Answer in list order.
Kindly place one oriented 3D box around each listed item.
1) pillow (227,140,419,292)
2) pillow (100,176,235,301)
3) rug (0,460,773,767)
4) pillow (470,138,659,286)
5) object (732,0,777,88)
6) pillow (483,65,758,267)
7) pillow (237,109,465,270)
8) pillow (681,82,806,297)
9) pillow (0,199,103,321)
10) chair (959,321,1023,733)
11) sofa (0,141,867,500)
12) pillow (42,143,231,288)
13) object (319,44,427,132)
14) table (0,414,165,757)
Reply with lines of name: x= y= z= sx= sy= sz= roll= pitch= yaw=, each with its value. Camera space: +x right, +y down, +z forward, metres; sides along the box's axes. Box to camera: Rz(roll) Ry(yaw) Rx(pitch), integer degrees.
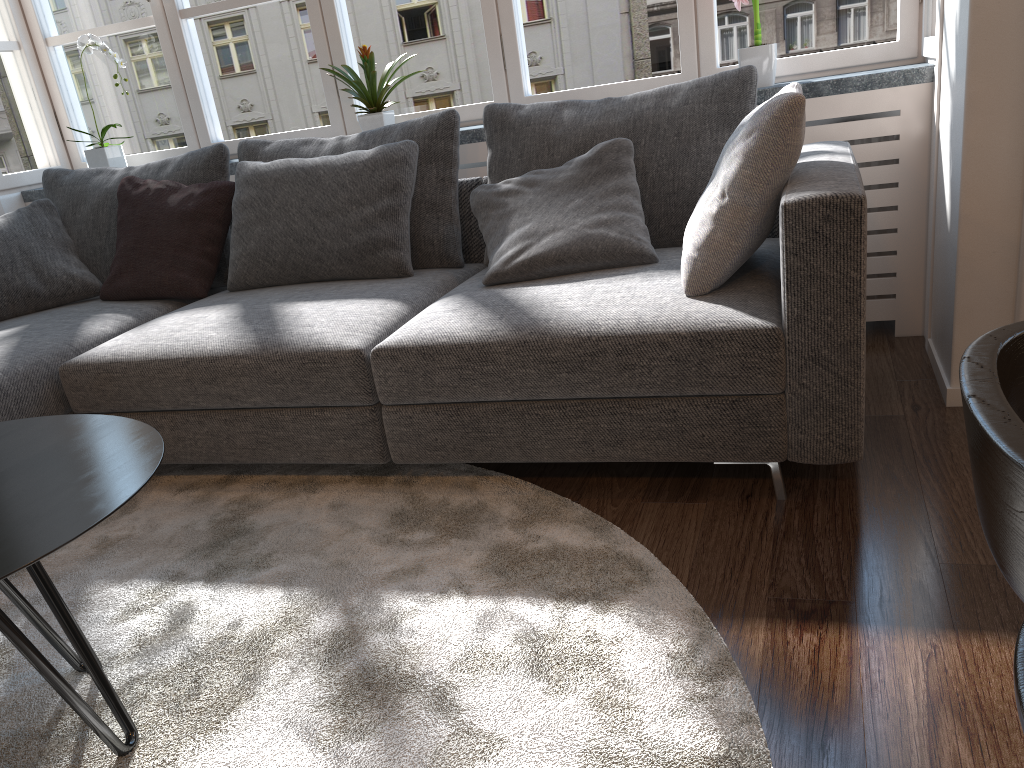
pillow: x=-0.610 y=-0.532 z=2.833 sx=0.667 sy=0.407 sz=0.285 roll=-2 pitch=22 yaw=19
pillow: x=-1.185 y=-0.504 z=3.010 sx=0.521 sy=0.413 sz=0.303 roll=-1 pitch=22 yaw=21
rug: x=-1.037 y=0.678 z=1.441 sx=2.837 sy=0.012 sz=2.769 roll=-9 pitch=18 yaw=0
pillow: x=0.124 y=-0.489 z=2.486 sx=0.492 sy=0.329 sz=0.433 roll=-8 pitch=20 yaw=2
object: x=0.728 y=-1.279 z=2.725 sx=0.201 sy=0.708 sz=0.290 roll=-9 pitch=21 yaw=-1
pillow: x=0.302 y=-0.630 z=2.632 sx=0.837 sy=0.489 sz=0.268 roll=-2 pitch=22 yaw=20
pillow: x=-0.558 y=-0.605 z=2.942 sx=0.839 sy=0.487 sz=0.270 roll=-2 pitch=22 yaw=20
pillow: x=0.551 y=-0.471 z=2.107 sx=0.286 sy=0.425 sz=0.482 roll=-1 pitch=21 yaw=18
pillow: x=-1.752 y=-0.424 z=3.074 sx=0.510 sy=0.368 sz=0.342 roll=-20 pitch=23 yaw=-28
chair: x=0.624 y=0.319 z=0.686 sx=0.520 sy=0.688 sz=0.578 roll=-2 pitch=21 yaw=18
sofa: x=-0.726 y=-0.013 z=2.286 sx=3.069 sy=0.689 sz=1.989 roll=-2 pitch=20 yaw=19
pillow: x=-1.382 y=-0.570 z=3.221 sx=0.836 sy=0.490 sz=0.268 roll=-2 pitch=22 yaw=20
object: x=-0.487 y=-1.062 z=3.216 sx=0.376 sy=0.337 sz=0.315 roll=-10 pitch=20 yaw=-4
table: x=-0.918 y=0.423 z=1.395 sx=0.847 sy=0.484 sz=0.826 roll=-1 pitch=21 yaw=21
